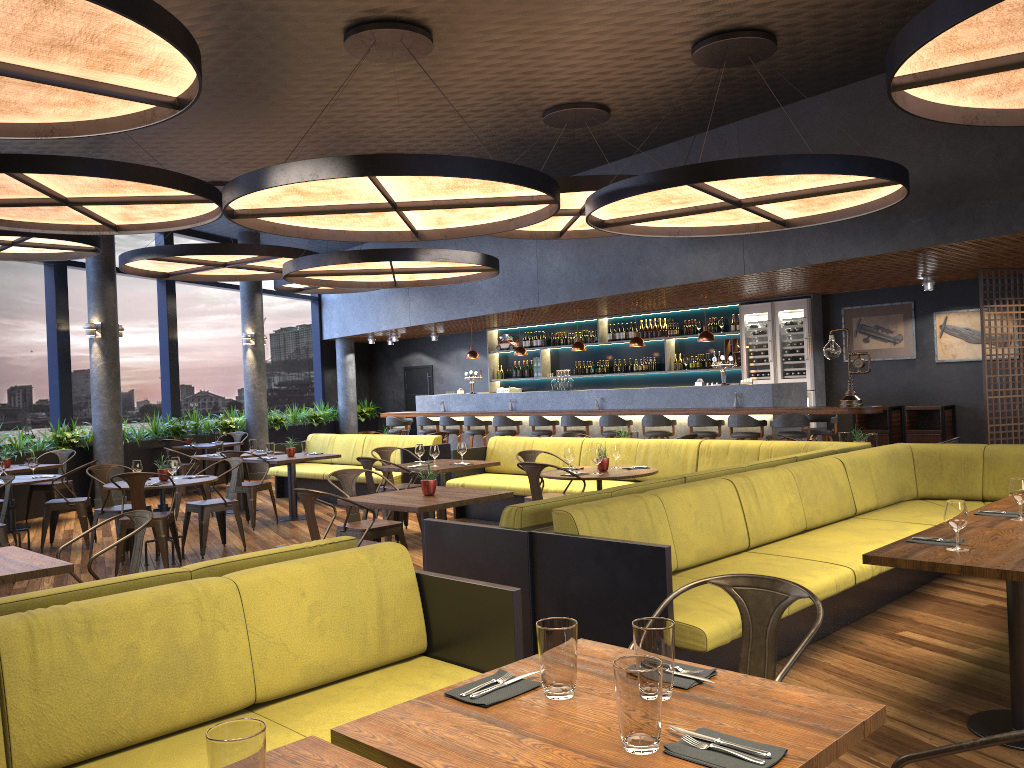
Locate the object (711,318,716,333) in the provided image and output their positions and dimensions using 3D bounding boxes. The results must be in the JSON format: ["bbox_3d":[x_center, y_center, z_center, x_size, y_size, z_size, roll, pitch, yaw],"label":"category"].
[{"bbox_3d":[3.286,-0.955,14.470,0.063,0.254,0.063,-2,0,-18],"label":"object"}]

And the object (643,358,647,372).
[{"bbox_3d":[2.313,-0.334,15.452,0.063,0.254,0.063,-2,0,37],"label":"object"}]

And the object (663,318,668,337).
[{"bbox_3d":[2.650,-0.966,15.304,0.084,0.330,0.084,-2,0,-39],"label":"object"}]

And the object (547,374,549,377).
[{"bbox_3d":[0.698,-0.168,17.128,0.042,0.059,0.042,-2,0,6],"label":"object"}]

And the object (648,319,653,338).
[{"bbox_3d":[2.403,-0.956,15.374,0.084,0.330,0.084,-2,0,-39],"label":"object"}]

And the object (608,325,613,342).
[{"bbox_3d":[1.768,-0.918,16.010,0.085,0.310,0.086,-2,0,-18],"label":"object"}]

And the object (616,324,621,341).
[{"bbox_3d":[1.910,-0.924,15.876,0.085,0.310,0.086,-2,0,-12],"label":"object"}]

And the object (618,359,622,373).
[{"bbox_3d":[1.931,-0.317,15.865,0.063,0.254,0.063,-2,0,-8],"label":"object"}]

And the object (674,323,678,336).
[{"bbox_3d":[2.772,-0.919,15.008,0.056,0.227,0.056,-2,0,31],"label":"object"}]

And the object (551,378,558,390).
[{"bbox_3d":[0.695,0.011,14.504,0.105,0.209,0.105,-2,0,-11],"label":"object"}]

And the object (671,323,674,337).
[{"bbox_3d":[2.728,-0.917,15.051,0.056,0.227,0.056,-2,0,21],"label":"object"}]

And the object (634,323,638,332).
[{"bbox_3d":[2.198,-0.936,15.726,0.085,0.310,0.086,-2,0,-5],"label":"object"}]

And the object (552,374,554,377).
[{"bbox_3d":[0.782,-0.172,17.046,0.042,0.059,0.042,-2,0,6],"label":"object"}]

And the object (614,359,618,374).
[{"bbox_3d":[1.860,-0.314,15.936,0.063,0.254,0.063,-2,0,17],"label":"object"}]

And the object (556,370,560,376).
[{"bbox_3d":[0.888,-0.206,16.966,0.084,0.119,0.084,-2,0,-1],"label":"object"}]

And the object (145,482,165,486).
[{"bbox_3d":[-3.244,0.904,8.032,0.157,0.019,0.255,-2,0,-3],"label":"object"}]

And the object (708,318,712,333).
[{"bbox_3d":[3.261,-0.954,14.579,0.063,0.254,0.063,-2,0,-3],"label":"object"}]

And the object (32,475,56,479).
[{"bbox_3d":[-4.948,0.976,9.336,0.255,0.019,0.157,-2,0,-14],"label":"object"}]

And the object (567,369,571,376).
[{"bbox_3d":[1.072,-0.214,16.785,0.084,0.119,0.084,-2,0,-1],"label":"object"}]

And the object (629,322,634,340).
[{"bbox_3d":[2.115,-0.933,15.675,0.085,0.310,0.086,-2,0,-12],"label":"object"}]

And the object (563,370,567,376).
[{"bbox_3d":[1.010,-0.211,16.846,0.084,0.119,0.084,-2,0,-1],"label":"object"}]

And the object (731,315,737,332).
[{"bbox_3d":[3.581,-0.980,14.314,0.079,0.281,0.079,-2,0,-37],"label":"object"}]

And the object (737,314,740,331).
[{"bbox_3d":[3.649,-0.983,14.247,0.079,0.281,0.079,-2,0,13],"label":"object"}]

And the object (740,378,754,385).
[{"bbox_3d":[3.182,-0.037,12.034,0.177,0.091,0.091,-2,0,20],"label":"object"}]

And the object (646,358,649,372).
[{"bbox_3d":[2.379,-0.336,15.522,0.063,0.254,0.063,-2,0,-18],"label":"object"}]

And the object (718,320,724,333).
[{"bbox_3d":[3.403,-0.936,14.413,0.097,0.206,0.097,-2,0,13],"label":"object"}]

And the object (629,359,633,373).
[{"bbox_3d":[2.117,-0.325,15.847,0.063,0.254,0.063,-2,0,2],"label":"object"}]

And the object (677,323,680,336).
[{"bbox_3d":[2.814,-0.921,15.052,0.056,0.227,0.056,-2,0,-44],"label":"object"}]

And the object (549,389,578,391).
[{"bbox_3d":[0.841,0.100,14.471,0.437,0.019,0.273,-2,0,45],"label":"object"}]

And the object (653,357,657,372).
[{"bbox_3d":[2.491,-0.341,15.460,0.063,0.254,0.063,-2,0,17],"label":"object"}]

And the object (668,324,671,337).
[{"bbox_3d":[2.685,-0.915,15.093,0.056,0.227,0.056,-2,0,6],"label":"object"}]

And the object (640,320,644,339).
[{"bbox_3d":[2.270,-0.950,15.505,0.084,0.330,0.084,-2,0,-39],"label":"object"}]

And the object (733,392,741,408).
[{"bbox_3d":[3.027,0.214,11.937,0.114,0.203,0.069,-2,0,-11],"label":"object"}]

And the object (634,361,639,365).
[{"bbox_3d":[2.217,-0.306,15.786,0.097,0.206,0.097,-2,0,-14],"label":"object"}]

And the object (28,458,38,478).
[{"bbox_3d":[-5.094,0.889,9.436,0.097,0.206,0.097,-2,0,-41],"label":"object"}]

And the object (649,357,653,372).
[{"bbox_3d":[2.409,-0.338,15.390,0.063,0.254,0.063,-2,0,-38],"label":"object"}]

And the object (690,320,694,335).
[{"bbox_3d":[3.001,-0.943,14.778,0.063,0.254,0.063,-2,0,17],"label":"object"}]

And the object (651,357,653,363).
[{"bbox_3d":[2.450,-0.339,15.569,0.063,0.254,0.063,-2,0,-18],"label":"object"}]

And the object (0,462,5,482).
[{"bbox_3d":[-5.187,0.892,8.985,0.097,0.206,0.097,-2,0,13],"label":"object"}]

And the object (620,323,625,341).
[{"bbox_3d":[1.975,-0.927,15.809,0.085,0.310,0.086,-2,0,-18],"label":"object"}]

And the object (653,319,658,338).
[{"bbox_3d":[2.473,-0.959,15.299,0.084,0.330,0.084,-2,0,-39],"label":"object"}]

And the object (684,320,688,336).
[{"bbox_3d":[2.909,-0.939,14.858,0.063,0.254,0.063,-2,0,42],"label":"object"}]

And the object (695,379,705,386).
[{"bbox_3d":[2.413,-0.011,12.819,0.766,0.106,0.200,-2,0,45],"label":"object"}]

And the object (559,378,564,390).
[{"bbox_3d":[0.815,0.006,14.455,0.105,0.209,0.105,-2,0,-11],"label":"object"}]

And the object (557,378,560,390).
[{"bbox_3d":[0.779,0.008,14.573,0.105,0.209,0.105,-2,0,-11],"label":"object"}]

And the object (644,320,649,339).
[{"bbox_3d":[2.337,-0.953,15.440,0.084,0.330,0.084,-2,0,-39],"label":"object"}]

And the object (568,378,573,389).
[{"bbox_3d":[0.944,0.001,14.415,0.105,0.209,0.105,-2,0,-11],"label":"object"}]

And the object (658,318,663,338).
[{"bbox_3d":[2.544,-0.962,15.234,0.084,0.330,0.084,-2,0,-39],"label":"object"}]

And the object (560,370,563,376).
[{"bbox_3d":[0.949,-0.209,16.907,0.084,0.119,0.084,-2,0,-1],"label":"object"}]

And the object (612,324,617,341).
[{"bbox_3d":[1.854,-0.922,16.058,0.085,0.310,0.086,-2,0,-31],"label":"object"}]

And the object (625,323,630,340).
[{"bbox_3d":[2.061,-0.931,15.856,0.085,0.310,0.086,-2,0,-34],"label":"object"}]

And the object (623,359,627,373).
[{"bbox_3d":[2.027,-0.321,15.925,0.063,0.254,0.063,-2,0,17],"label":"object"}]

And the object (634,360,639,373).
[{"bbox_3d":[2.194,-0.314,15.654,0.088,0.224,0.088,-2,0,14],"label":"object"}]

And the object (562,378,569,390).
[{"bbox_3d":[0.869,0.004,14.328,0.105,0.209,0.105,-2,0,-11],"label":"object"}]

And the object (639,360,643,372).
[{"bbox_3d":[2.270,-0.317,15.579,0.088,0.224,0.088,-2,0,-31],"label":"object"}]

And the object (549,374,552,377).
[{"bbox_3d":[0.740,-0.170,17.036,0.042,0.059,0.042,-2,0,6],"label":"object"}]

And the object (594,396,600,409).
[{"bbox_3d":[1.307,0.288,13.621,0.114,0.203,0.069,-2,0,34],"label":"object"}]

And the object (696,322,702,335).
[{"bbox_3d":[3.094,-0.923,14.695,0.097,0.206,0.097,-2,0,13],"label":"object"}]
